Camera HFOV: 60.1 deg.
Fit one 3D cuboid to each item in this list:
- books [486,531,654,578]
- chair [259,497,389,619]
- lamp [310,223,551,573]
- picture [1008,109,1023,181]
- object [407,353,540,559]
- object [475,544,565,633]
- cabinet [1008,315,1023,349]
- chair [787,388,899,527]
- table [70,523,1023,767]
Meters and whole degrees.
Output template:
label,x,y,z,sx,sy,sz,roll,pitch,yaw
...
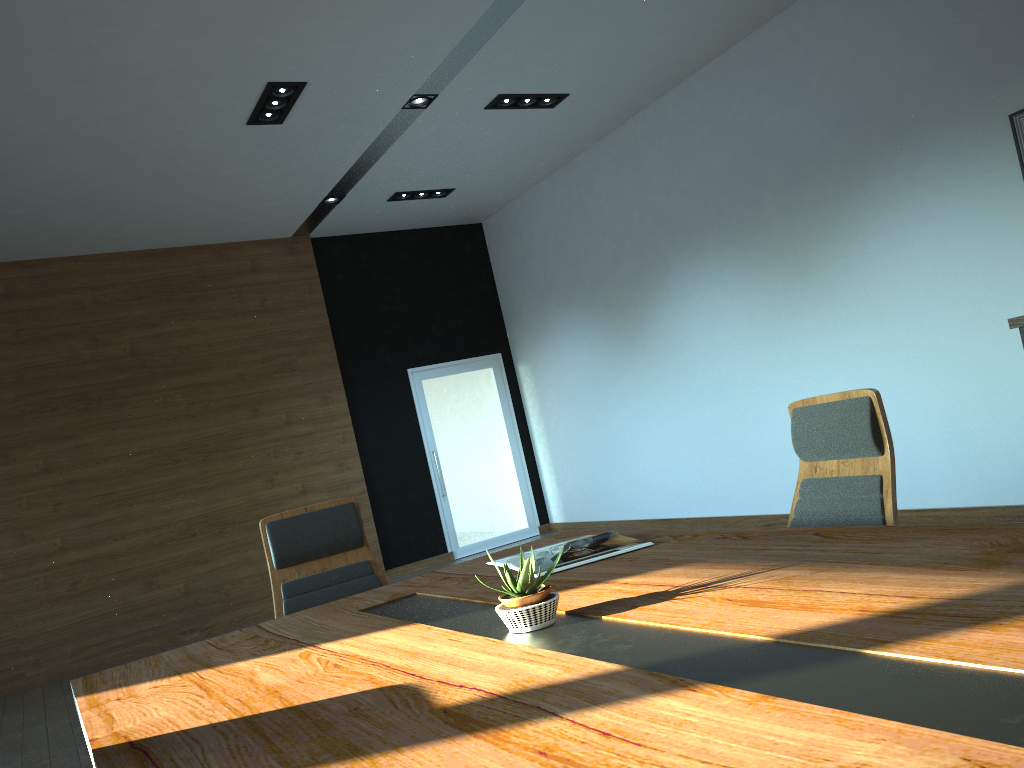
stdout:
label,x,y,z,sx,sy,sz,roll,pitch,yaw
books,0.167,0.539,2.878,0.388,0.033,0.547,-12,-3,-18
chair,-0.537,0.981,3.191,0.703,1.127,0.699,-12,-1,-27
lamp,-2.732,0.290,5.894,9.353,3.706,16.771,-11,-3,-30
picture,2.992,-1.332,4.903,0.028,0.483,0.382,-12,-1,-30
object,-0.440,0.803,10.090,1.192,2.159,0.201,-12,-1,-30
object,0.026,0.450,1.978,0.154,0.187,0.177,-14,-2,35
cabinet,3.565,0.020,3.708,0.764,1.232,2.360,-12,-3,-30
chair,0.852,0.638,2.690,0.693,1.127,0.709,-12,-1,-23
table,0.852,0.690,0.658,1.777,0.796,5.571,-11,-3,-30
